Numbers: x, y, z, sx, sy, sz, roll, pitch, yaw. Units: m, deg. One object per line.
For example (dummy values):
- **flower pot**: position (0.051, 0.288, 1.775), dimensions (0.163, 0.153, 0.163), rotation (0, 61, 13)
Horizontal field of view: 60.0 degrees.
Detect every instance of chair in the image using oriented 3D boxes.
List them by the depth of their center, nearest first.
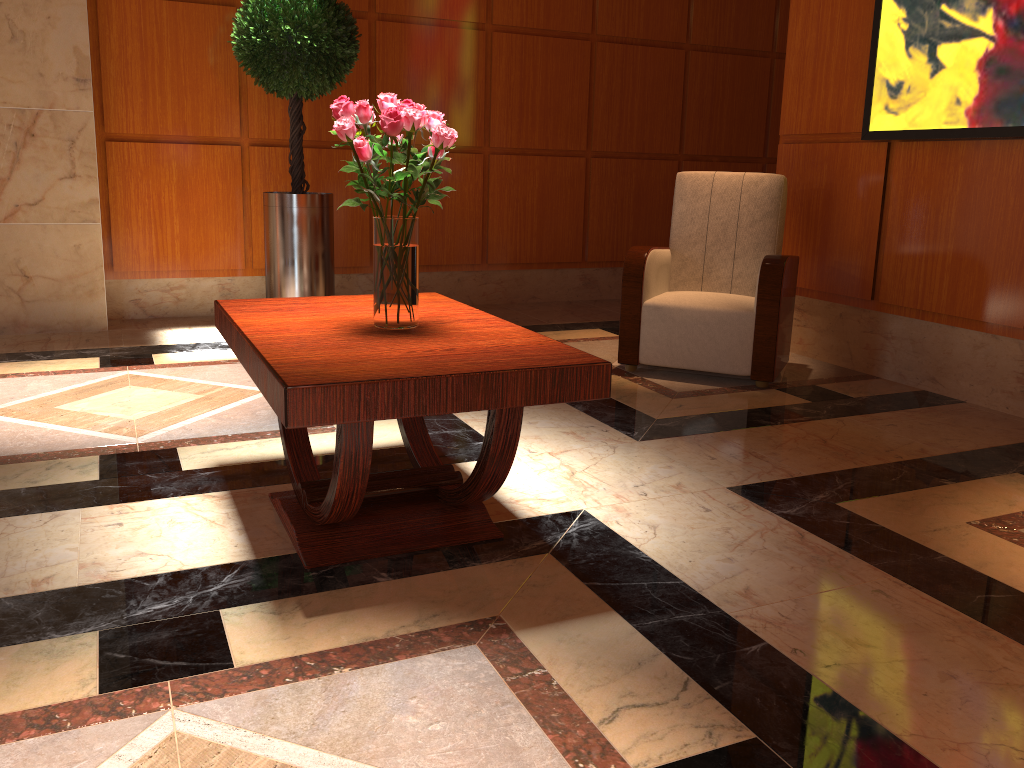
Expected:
- **chair**: position (0.979, -0.547, 4.317), dimensions (0.739, 0.953, 0.632), rotation (7, 13, 24)

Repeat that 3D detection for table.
- **table**: position (-0.352, 0.106, 2.406), dimensions (0.725, 0.530, 1.176), rotation (-4, 15, -24)

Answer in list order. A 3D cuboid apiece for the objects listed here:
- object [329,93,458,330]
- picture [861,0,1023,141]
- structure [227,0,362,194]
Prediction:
- **object**: position (-0.304, -0.443, 2.293), dimensions (0.327, 0.591, 0.353), rotation (1, 12, -5)
- **picture**: position (2.121, -1.779, 3.167), dimensions (0.056, 1.722, 2.011), rotation (-4, 14, -24)
- **structure**: position (-1.206, -1.414, 4.992), dimensions (0.724, 1.699, 0.724), rotation (13, 16, 42)
